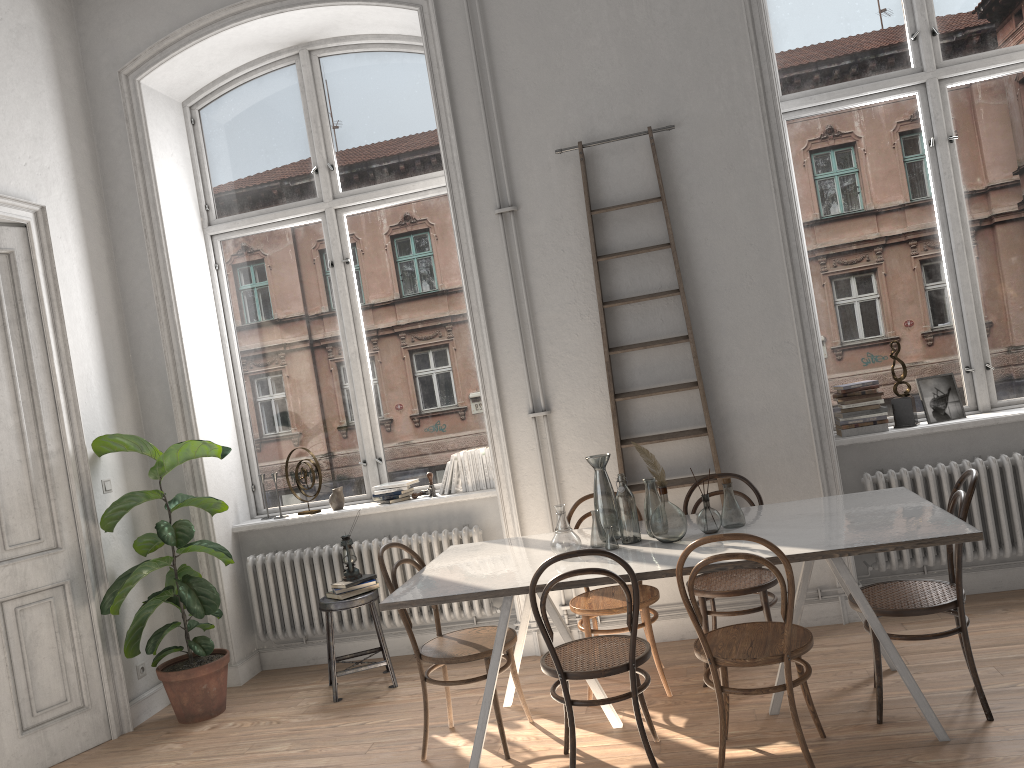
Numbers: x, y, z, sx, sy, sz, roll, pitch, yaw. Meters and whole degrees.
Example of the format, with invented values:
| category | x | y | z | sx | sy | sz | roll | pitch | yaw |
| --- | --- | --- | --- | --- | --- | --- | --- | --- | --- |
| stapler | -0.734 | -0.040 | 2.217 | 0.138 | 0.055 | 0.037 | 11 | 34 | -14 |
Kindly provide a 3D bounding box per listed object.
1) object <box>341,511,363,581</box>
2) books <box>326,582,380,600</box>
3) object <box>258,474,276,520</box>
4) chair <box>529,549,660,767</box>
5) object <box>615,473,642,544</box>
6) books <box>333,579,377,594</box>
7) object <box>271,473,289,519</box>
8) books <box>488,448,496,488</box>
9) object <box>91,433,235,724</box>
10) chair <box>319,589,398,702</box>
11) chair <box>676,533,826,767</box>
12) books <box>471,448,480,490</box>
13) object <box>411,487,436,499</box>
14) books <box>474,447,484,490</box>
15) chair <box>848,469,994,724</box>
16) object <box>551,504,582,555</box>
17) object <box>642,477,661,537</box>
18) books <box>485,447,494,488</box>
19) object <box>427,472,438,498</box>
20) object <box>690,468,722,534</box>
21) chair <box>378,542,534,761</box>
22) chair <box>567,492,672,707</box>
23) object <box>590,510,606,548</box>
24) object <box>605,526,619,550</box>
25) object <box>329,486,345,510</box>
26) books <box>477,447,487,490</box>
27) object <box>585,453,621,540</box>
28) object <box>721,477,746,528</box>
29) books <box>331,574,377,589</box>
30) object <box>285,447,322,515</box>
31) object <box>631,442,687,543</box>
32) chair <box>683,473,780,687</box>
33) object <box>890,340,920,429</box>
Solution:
| category | x | y | z | sx | sy | sz | roll | pitch | yaw |
| --- | --- | --- | --- | --- | --- | --- | --- | --- | --- |
| object | -0.915 | 0.917 | 5.060 | 0.163 | 0.383 | 0.154 | -9 | 0 | -16 |
| books | -0.904 | 1.170 | 5.034 | 0.246 | 0.034 | 0.194 | -9 | 0 | -39 |
| object | -1.597 | 0.729 | 5.736 | 0.095 | 0.289 | 0.095 | -9 | 0 | 42 |
| chair | 0.318 | 1.044 | 3.421 | 0.438 | 0.920 | 0.549 | -9 | 0 | 6 |
| object | 0.497 | 0.538 | 3.853 | 0.086 | 0.301 | 0.086 | -9 | 0 | -3 |
| books | -0.896 | 1.143 | 5.035 | 0.232 | 0.029 | 0.163 | -9 | 0 | -18 |
| object | -1.494 | 0.712 | 5.657 | 0.095 | 0.289 | 0.095 | -9 | 0 | 33 |
| books | -0.099 | 0.505 | 5.434 | 0.024 | 0.243 | 0.175 | -9 | 0 | 11 |
| object | 0.527 | 0.544 | 4.239 | 5.829 | 1.842 | 0.791 | -9 | 0 | 16 |
| chair | -0.882 | 1.445 | 5.006 | 0.364 | 0.523 | 0.360 | -9 | 0 | -16 |
| chair | 0.878 | 0.952 | 3.275 | 0.438 | 0.920 | 0.549 | -9 | 0 | 22 |
| books | -0.206 | 0.522 | 5.470 | 0.019 | 0.244 | 0.174 | -9 | 0 | 11 |
| object | -0.560 | 0.679 | 5.516 | 0.153 | 0.048 | 0.088 | -9 | 0 | -39 |
| books | -0.184 | 0.519 | 5.471 | 0.024 | 0.243 | 0.175 | -9 | 0 | 11 |
| chair | 1.635 | 0.829 | 3.557 | 0.549 | 0.920 | 0.437 | -9 | 0 | 23 |
| object | 0.220 | 0.625 | 3.779 | 0.132 | 0.219 | 0.132 | -9 | 0 | 0 |
| object | 0.624 | 0.541 | 3.903 | 0.098 | 0.255 | 0.100 | -9 | 0 | -12 |
| books | -0.120 | 0.508 | 5.458 | 0.024 | 0.243 | 0.175 | -9 | 0 | 11 |
| object | -0.495 | 0.616 | 5.445 | 0.048 | 0.153 | 0.088 | -9 | 0 | -19 |
| object | 0.826 | 0.494 | 3.779 | 0.107 | 0.283 | 0.106 | -9 | 0 | 6 |
| chair | -0.249 | 1.139 | 3.949 | 0.549 | 0.920 | 0.437 | -9 | 0 | 19 |
| chair | 0.499 | 1.018 | 4.343 | 0.438 | 0.920 | 0.549 | -9 | 0 | 9 |
| object | 0.373 | 0.632 | 3.879 | 0.083 | 0.158 | 0.083 | -9 | 0 | 7 |
| object | 0.420 | 0.656 | 3.775 | 0.058 | 0.094 | 0.058 | -9 | 0 | 39 |
| object | -1.108 | 0.722 | 5.601 | 0.100 | 0.142 | 0.102 | -9 | 0 | -14 |
| books | -0.168 | 0.516 | 5.445 | 0.019 | 0.244 | 0.174 | -9 | 0 | 11 |
| object | 0.416 | 0.511 | 3.982 | 0.116 | 0.383 | 0.116 | -9 | 0 | 22 |
| object | 0.943 | 0.510 | 3.835 | 0.101 | 0.212 | 0.101 | -9 | 0 | -40 |
| books | -0.898 | 1.120 | 5.035 | 0.147 | 0.027 | 0.221 | -9 | 0 | 43 |
| object | -1.317 | 0.614 | 5.641 | 0.348 | 0.425 | 0.087 | -9 | 0 | 43 |
| object | 0.635 | 0.442 | 3.734 | 0.157 | 0.446 | 0.156 | -9 | 0 | 29 |
| chair | 1.070 | 0.924 | 4.311 | 0.438 | 0.920 | 0.549 | -9 | 0 | 18 |
| object | 2.177 | -0.003 | 4.974 | 0.122 | 0.488 | 0.102 | -9 | 0 | 35 |
